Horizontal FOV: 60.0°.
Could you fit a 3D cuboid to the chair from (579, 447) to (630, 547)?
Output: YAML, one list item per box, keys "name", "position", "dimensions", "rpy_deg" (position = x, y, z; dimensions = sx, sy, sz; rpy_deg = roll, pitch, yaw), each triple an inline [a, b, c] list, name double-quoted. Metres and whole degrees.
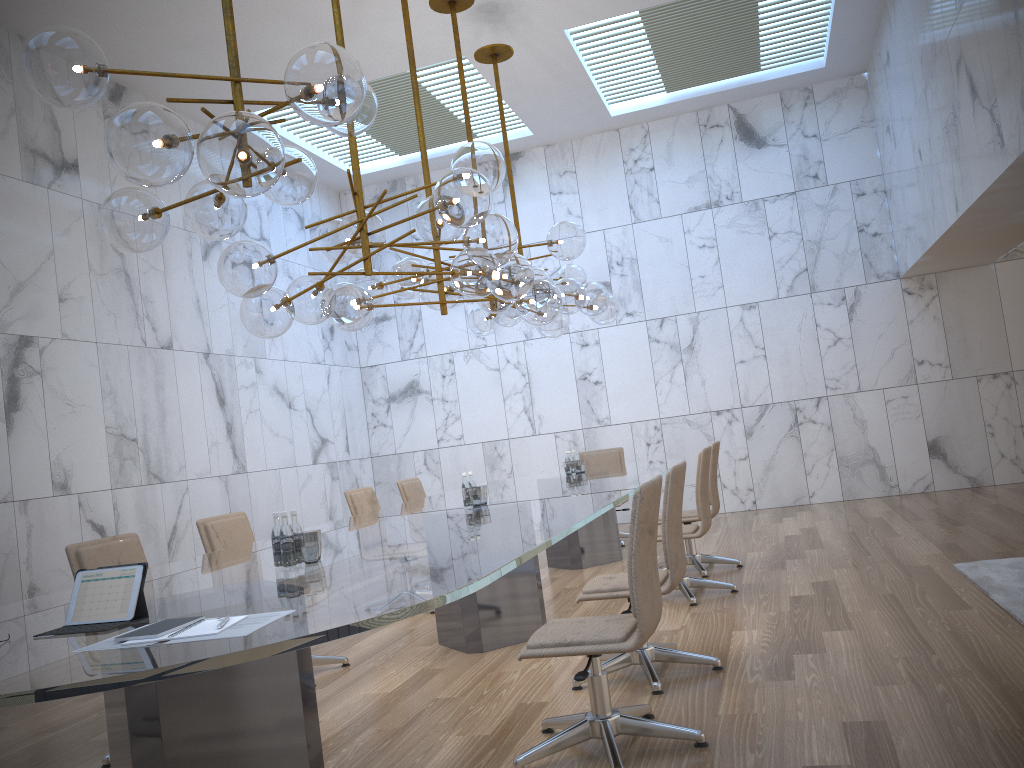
- name: "chair"
  position: [0.962, 1.209, 9.460]
  dimensions: [0.726, 1.000, 0.697]
  rpy_deg: [-9, -4, 17]

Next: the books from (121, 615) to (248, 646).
- name: "books"
  position: [-0.818, 0.617, 2.233]
  dimensions: [0.239, 0.012, 0.205]
  rpy_deg: [-8, -4, 4]

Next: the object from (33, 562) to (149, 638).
- name: "object"
  position: [-1.200, 0.613, 2.521]
  dimensions: [0.255, 0.159, 0.205]
  rpy_deg: [-9, -4, 16]

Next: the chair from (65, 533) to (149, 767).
- name: "chair"
  position: [-1.710, 1.223, 4.308]
  dimensions: [0.697, 1.000, 0.726]
  rpy_deg: [-9, -4, 16]

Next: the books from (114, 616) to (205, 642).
- name: "books"
  position: [-0.900, 0.626, 2.273]
  dimensions: [0.126, 0.012, 0.205]
  rpy_deg: [-8, -4, 13]

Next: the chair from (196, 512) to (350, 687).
- name: "chair"
  position: [-1.430, 1.248, 5.256]
  dimensions: [0.697, 1.000, 0.726]
  rpy_deg: [-9, -4, 16]

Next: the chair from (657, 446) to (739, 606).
- name: "chair"
  position: [1.137, 0.965, 6.129]
  dimensions: [0.697, 1.000, 0.726]
  rpy_deg: [-9, -4, 16]

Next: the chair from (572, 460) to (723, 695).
- name: "chair"
  position: [0.612, 0.918, 4.356]
  dimensions: [0.697, 1.000, 0.726]
  rpy_deg: [-9, -4, 16]

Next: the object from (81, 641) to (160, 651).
- name: "object"
  position: [-0.922, 0.639, 2.272]
  dimensions: [0.210, 0.001, 0.290]
  rpy_deg: [-8, -4, 14]

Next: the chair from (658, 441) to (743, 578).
- name: "chair"
  position: [1.418, 0.991, 7.081]
  dimensions: [0.697, 1.000, 0.726]
  rpy_deg: [-9, -4, 16]

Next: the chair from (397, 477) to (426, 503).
- name: "chair"
  position: [-0.623, 1.322, 7.984]
  dimensions: [0.697, 1.000, 0.726]
  rpy_deg: [-9, -4, 16]

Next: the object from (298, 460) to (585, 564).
- name: "object"
  position: [-0.119, 0.712, 5.884]
  dimensions: [0.183, 0.117, 5.112]
  rpy_deg: [-9, -4, 16]

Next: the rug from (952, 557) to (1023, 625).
- name: "rug"
  position: [3.162, 1.067, 4.325]
  dimensions: [1.320, 0.034, 3.025]
  rpy_deg: [-9, -4, 16]

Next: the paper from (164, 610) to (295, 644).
- name: "paper"
  position: [-0.698, 0.605, 2.218]
  dimensions: [0.210, 0.001, 0.290]
  rpy_deg: [-8, -4, 9]

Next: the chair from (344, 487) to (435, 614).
- name: "chair"
  position: [-0.907, 1.296, 7.025]
  dimensions: [0.697, 1.000, 0.726]
  rpy_deg: [-9, -4, 16]

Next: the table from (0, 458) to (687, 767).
- name: "table"
  position: [-0.176, 1.180, 5.566]
  dimensions: [2.092, 0.835, 7.924]
  rpy_deg: [-9, -4, 16]

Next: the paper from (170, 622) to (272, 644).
- name: "paper"
  position: [-0.698, 0.606, 2.218]
  dimensions: [0.210, 0.001, 0.290]
  rpy_deg: [-8, -4, 9]

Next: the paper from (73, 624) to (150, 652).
- name: "paper"
  position: [-0.935, 0.641, 2.269]
  dimensions: [0.210, 0.001, 0.290]
  rpy_deg: [-8, -4, 14]

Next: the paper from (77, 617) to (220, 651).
- name: "paper"
  position: [-0.922, 0.639, 2.272]
  dimensions: [0.210, 0.001, 0.290]
  rpy_deg: [-9, -4, 14]

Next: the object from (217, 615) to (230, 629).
- name: "object"
  position: [-0.729, 0.601, 2.247]
  dimensions: [0.011, 0.011, 0.158]
  rpy_deg: [-7, -4, -9]

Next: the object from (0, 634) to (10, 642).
- name: "object"
  position: [-1.477, 0.707, 2.462]
  dimensions: [0.134, 0.037, 0.096]
  rpy_deg: [-7, -4, -6]

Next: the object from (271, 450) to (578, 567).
- name: "object"
  position: [-0.168, 0.672, 5.913]
  dimensions: [0.124, 0.213, 5.189]
  rpy_deg: [-9, -4, 16]

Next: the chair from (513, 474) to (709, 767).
- name: "chair"
  position: [0.329, 0.892, 3.397]
  dimensions: [0.697, 1.000, 0.726]
  rpy_deg: [-9, -4, 16]

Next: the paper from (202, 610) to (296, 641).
- name: "paper"
  position: [-0.698, 0.606, 2.218]
  dimensions: [0.210, 0.001, 0.290]
  rpy_deg: [-8, -4, 11]

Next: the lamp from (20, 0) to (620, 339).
- name: "lamp"
  position: [-0.582, -1.604, 5.637]
  dimensions: [1.557, 2.716, 5.672]
  rpy_deg: [-9, -4, 16]
